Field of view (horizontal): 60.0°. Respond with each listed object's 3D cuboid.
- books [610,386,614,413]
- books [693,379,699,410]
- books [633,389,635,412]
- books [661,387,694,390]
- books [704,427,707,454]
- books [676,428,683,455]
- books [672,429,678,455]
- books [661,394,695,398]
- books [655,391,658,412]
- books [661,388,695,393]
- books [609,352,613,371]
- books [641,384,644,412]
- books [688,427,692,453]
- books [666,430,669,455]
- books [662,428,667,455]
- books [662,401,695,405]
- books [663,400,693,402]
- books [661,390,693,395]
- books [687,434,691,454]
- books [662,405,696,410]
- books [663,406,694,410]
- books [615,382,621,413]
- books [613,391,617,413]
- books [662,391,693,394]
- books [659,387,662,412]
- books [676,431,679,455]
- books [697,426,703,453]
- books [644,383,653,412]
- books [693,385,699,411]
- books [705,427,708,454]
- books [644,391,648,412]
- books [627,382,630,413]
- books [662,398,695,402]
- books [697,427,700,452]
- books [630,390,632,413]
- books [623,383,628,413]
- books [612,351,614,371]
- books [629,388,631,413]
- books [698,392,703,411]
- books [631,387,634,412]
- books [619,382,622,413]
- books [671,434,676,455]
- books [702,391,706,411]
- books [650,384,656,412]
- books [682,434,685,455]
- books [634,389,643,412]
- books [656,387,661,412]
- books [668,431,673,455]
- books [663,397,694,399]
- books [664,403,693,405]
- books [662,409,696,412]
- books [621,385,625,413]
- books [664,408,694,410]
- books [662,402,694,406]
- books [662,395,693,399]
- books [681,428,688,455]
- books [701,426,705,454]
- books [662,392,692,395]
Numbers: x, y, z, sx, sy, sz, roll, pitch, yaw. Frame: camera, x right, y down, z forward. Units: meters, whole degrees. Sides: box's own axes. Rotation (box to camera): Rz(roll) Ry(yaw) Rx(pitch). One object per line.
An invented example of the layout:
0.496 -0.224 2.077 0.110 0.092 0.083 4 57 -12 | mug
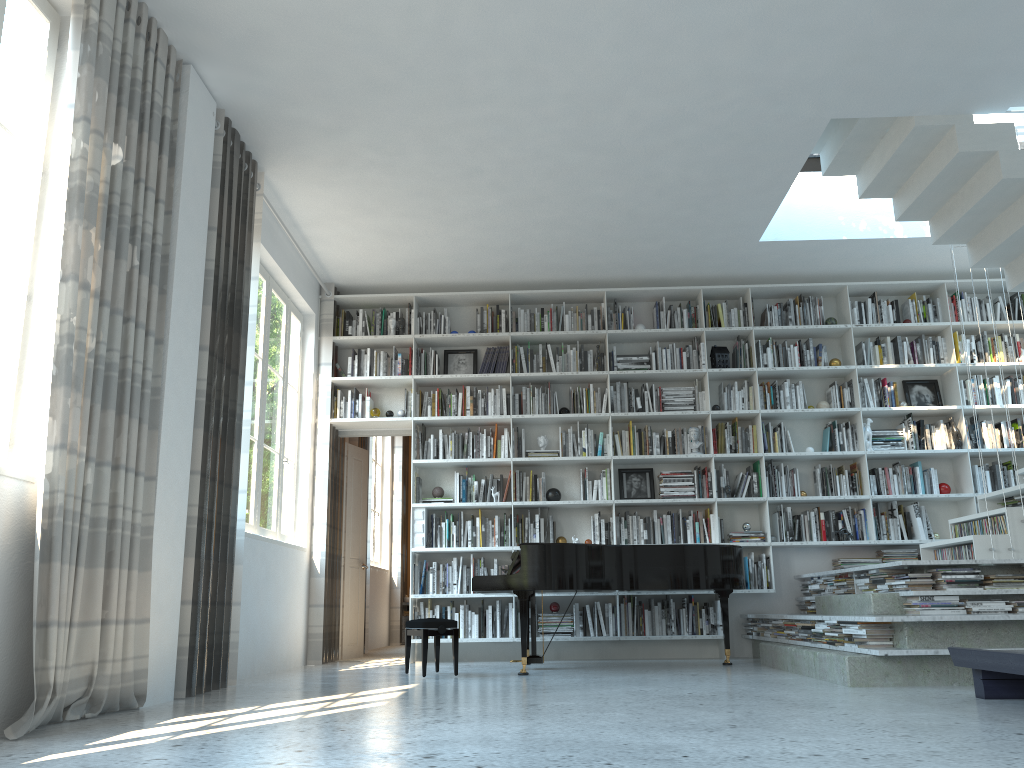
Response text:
0.867 0.167 7.727 0.026 0.266 0.171 -1 -14 2 | books
1.606 0.127 7.720 0.012 0.318 0.140 -1 -14 2 | books
1.056 0.176 7.719 0.011 0.239 0.148 -1 -14 2 | books
1.436 0.054 7.742 0.285 0.012 0.160 -2 -14 4 | books
1.648 0.512 7.628 0.014 0.260 0.137 -1 -14 2 | books
1.438 0.515 7.621 0.025 0.258 0.151 -1 -14 2 | books
1.394 0.518 7.603 0.012 0.244 0.186 -1 -14 2 | books
1.437 0.115 7.730 0.285 0.012 0.160 -1 -14 1 | books
1.249 0.184 7.715 0.024 0.215 0.132 -1 -14 2 | books
1.436 0.064 7.732 0.285 0.012 0.160 0 -14 -3 | books
0.863 -0.159 7.797 0.027 0.201 0.168 -1 -14 2 | books
1.140 0.154 7.729 0.022 0.284 0.131 -1 -14 2 | books
1.537 0.514 7.635 0.014 0.262 0.135 -1 -14 2 | books
1.326 0.530 7.623 0.010 0.233 0.175 -1 -14 2 | books
1.314 0.519 7.630 0.014 0.258 0.162 -1 -14 2 | books
1.438 0.174 7.715 0.285 0.012 0.160 -2 -14 3 | books
1.438 0.162 7.718 0.254 0.012 0.161 -2 -14 3 | books
1.436 0.078 7.741 0.254 0.012 0.161 -1 -14 2 | books
1.513 0.543 7.619 0.035 0.201 0.149 -1 -14 2 | books
1.439 0.208 7.702 0.285 0.012 0.160 -1 -14 -1 | books
1.439 0.220 7.704 0.254 0.012 0.161 -1 -14 1 | books
0.920 0.151 7.727 0.026 0.296 0.179 -1 -14 2 | books
0.895 0.189 7.737 0.027 0.227 0.147 -1 -14 2 | books
1.436 0.089 7.733 0.254 0.012 0.161 -2 -14 4 | books
1.281 0.164 7.698 0.013 0.246 0.177 -1 -14 2 | books
1.414 0.534 7.637 0.025 0.229 0.143 -1 -14 2 | books
1.615 0.505 7.635 0.025 0.278 0.108 -1 -14 2 | books
1.190 0.149 7.724 0.049 0.290 0.162 -1 -14 2 | books
1.594 0.155 7.697 0.012 0.253 0.161 -1 -14 2 | books
1.666 0.512 7.635 0.023 0.264 0.107 -1 -14 2 | books
1.163 0.185 7.714 0.024 0.216 0.148 -1 -14 2 | books
1.006 0.148 7.728 0.011 0.299 0.180 -1 -14 2 | books
1.438 0.149 7.716 0.285 0.012 0.160 -2 -14 5 | books
1.589 0.513 7.623 0.025 0.259 0.131 -1 -14 2 | books
1.030 0.181 7.722 0.014 0.232 0.147 -1 -14 2 | books
0.987 0.153 7.735 0.029 0.294 0.151 -1 -14 2 | books
0.883 -0.164 7.811 0.013 0.217 0.141 -1 -14 2 | books
1.018 0.172 7.724 0.011 0.251 0.153 -1 -14 2 | books
1.628 0.185 7.702 0.029 0.198 0.172 -1 -14 2 | books
1.044 0.171 7.720 0.014 0.249 0.173 -1 -14 2 | books
0.941 0.147 7.747 0.014 0.312 0.134 -1 -14 2 | books
1.374 0.542 7.609 0.029 0.200 0.179 -1 -14 2 | books
1.658 0.182 7.708 0.030 0.204 0.159 -1 -14 2 | books
1.225 0.155 7.707 0.021 0.268 0.192 -1 -14 2 | books
1.462 0.543 7.630 0.022 0.206 0.114 -1 -14 2 | books
1.095 0.175 7.712 0.066 0.236 0.154 -1 -14 2 | books
1.267 0.168 7.710 0.015 0.244 0.183 -1 -14 2 | books
1.345 0.531 7.610 0.029 0.223 0.186 -1 -14 2 | books
1.437 0.137 7.719 0.254 0.012 0.161 -1 -14 -1 | books
1.439 0.196 7.707 0.254 0.012 0.161 -2 -14 4 | books
1.440 0.244 7.698 0.285 0.012 0.160 -2 -14 3 | books
0.960 0.163 7.716 0.025 0.265 0.185 -1 -14 2 | books
1.439 0.233 7.703 0.254 0.012 0.161 -1 -14 2 | books
1.438 0.185 7.710 0.254 0.012 0.161 -1 -14 0 | books
1.437 0.126 7.724 0.254 0.012 0.161 -2 -14 4 | books
1.484 0.516 7.629 0.024 0.258 0.127 -1 -14 2 | books
1.633 0.507 7.617 0.014 0.265 0.154 -1 -14 2 | books
1.437 0.101 7.724 0.254 0.012 0.161 -3 -14 6 | books
